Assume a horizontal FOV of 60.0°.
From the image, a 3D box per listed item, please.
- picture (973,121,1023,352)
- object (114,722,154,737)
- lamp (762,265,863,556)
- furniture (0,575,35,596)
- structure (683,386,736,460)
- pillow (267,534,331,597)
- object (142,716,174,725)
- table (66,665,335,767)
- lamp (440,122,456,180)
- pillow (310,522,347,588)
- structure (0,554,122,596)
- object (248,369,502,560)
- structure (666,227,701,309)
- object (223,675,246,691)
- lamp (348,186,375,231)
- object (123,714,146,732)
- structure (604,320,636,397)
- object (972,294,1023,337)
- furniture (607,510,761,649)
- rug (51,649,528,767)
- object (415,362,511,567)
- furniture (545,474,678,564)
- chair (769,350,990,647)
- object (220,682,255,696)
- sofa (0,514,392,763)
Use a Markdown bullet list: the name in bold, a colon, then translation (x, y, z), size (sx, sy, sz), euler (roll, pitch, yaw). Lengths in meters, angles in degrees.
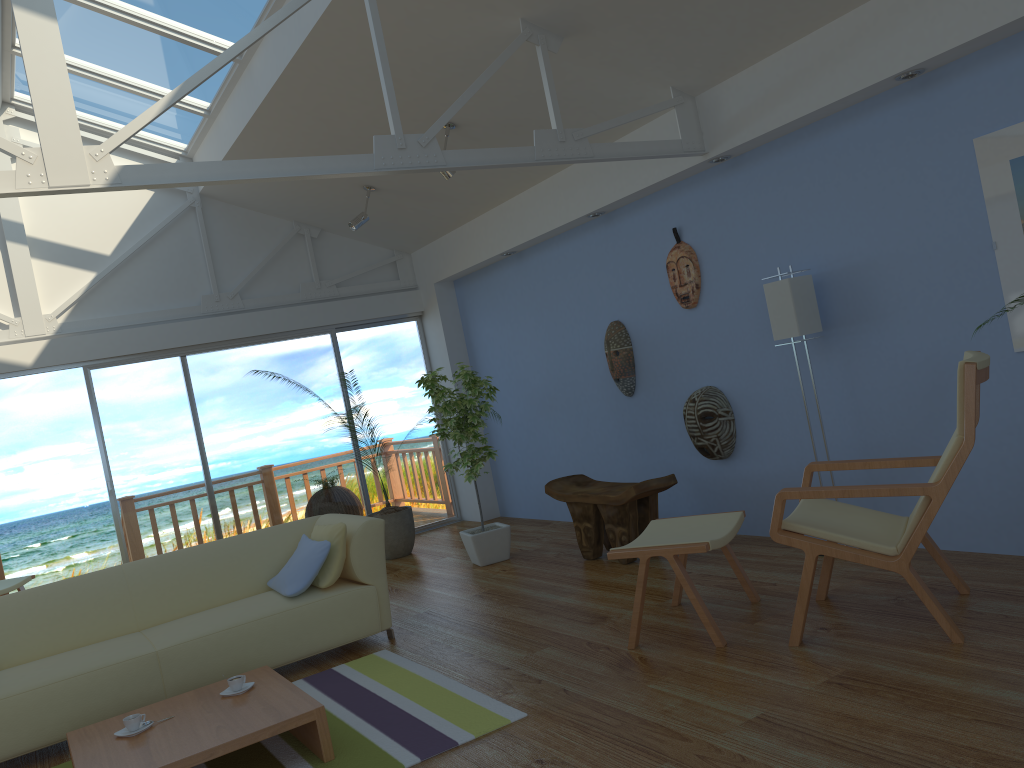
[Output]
- **picture**: translation (2.432, -0.662, 3.216), size (0.005, 0.937, 1.419), euler (-12, 1, -30)
- **object**: translation (-1.416, 1.296, 3.324), size (0.118, 0.016, 0.118), euler (-11, 1, 26)
- **lamp**: translation (1.570, 0.132, 4.628), size (0.200, 1.520, 0.200), euler (-12, 1, -30)
- **furniture**: translation (-4.135, 1.816, 6.992), size (0.449, 0.427, 0.619), euler (-11, 0, 15)
- **structure**: translation (1.181, 0.257, 5.459), size (0.185, 0.466, 0.359), euler (-12, 1, -30)
- **pillow**: translation (-1.149, 0.968, 4.729), size (0.272, 0.244, 0.566), euler (-12, 1, -28)
- **object**: translation (-1.344, 1.276, 3.368), size (0.119, 0.021, 0.025), euler (-12, 1, -39)
- **table**: translation (-1.191, 1.357, 3.329), size (0.800, 0.198, 0.800), euler (-12, 1, -30)
- **lamp**: translation (-0.426, -1.469, 5.608), size (0.195, 0.351, 0.127), euler (-11, 0, -13)
- **pillow**: translation (-1.045, 0.909, 4.782), size (0.201, 0.311, 0.559), euler (-12, 1, -30)
- **structure**: translation (-4.229, 2.100, 8.610), size (6.950, 2.064, 4.086), euler (-12, 1, -30)
- **object**: translation (-0.993, 0.537, 7.096), size (1.706, 1.695, 1.563), euler (-12, 1, -39)
- **structure**: translation (1.043, -0.713, 5.478), size (0.063, 0.508, 0.264), euler (-12, 1, -30)
- **object**: translation (-1.108, 1.194, 3.580), size (0.062, 0.077, 0.086), euler (-11, 1, 30)
- **lamp**: translation (-1.150, -1.345, 6.806), size (0.254, 0.327, 0.118), euler (-11, 0, -13)
- **object**: translation (-1.420, 1.273, 3.331), size (0.062, 0.049, 0.078), euler (-11, 0, 6)
- **structure**: translation (0.726, -0.166, 6.146), size (0.115, 0.541, 0.254), euler (-12, 1, -30)
- **object**: translation (2.061, -0.032, 1.722), size (1.563, 1.695, 1.706), euler (-11, 0, -9)
- **furniture**: translation (0.779, 0.854, 3.938), size (0.449, 0.427, 0.619), euler (-11, 1, 30)
- **rug**: translation (-1.179, 1.465, 3.342), size (2.100, 0.018, 1.400), euler (-12, 1, -30)
- **object**: translation (-0.274, 0.547, 6.159), size (0.495, 1.409, 0.699), euler (-11, 0, 13)
- **furniture**: translation (0.627, 0.831, 5.538), size (0.329, 0.507, 1.100), euler (-12, 1, -30)
- **chair**: translation (1.491, 0.433, 3.490), size (0.859, 0.982, 0.632), euler (-11, 1, 30)
- **object**: translation (-1.105, 1.232, 3.572), size (0.118, 0.016, 0.118), euler (-11, 0, 15)
- **sofa**: translation (-1.857, 1.232, 4.448), size (2.448, 0.597, 0.950), euler (-12, 1, -30)
